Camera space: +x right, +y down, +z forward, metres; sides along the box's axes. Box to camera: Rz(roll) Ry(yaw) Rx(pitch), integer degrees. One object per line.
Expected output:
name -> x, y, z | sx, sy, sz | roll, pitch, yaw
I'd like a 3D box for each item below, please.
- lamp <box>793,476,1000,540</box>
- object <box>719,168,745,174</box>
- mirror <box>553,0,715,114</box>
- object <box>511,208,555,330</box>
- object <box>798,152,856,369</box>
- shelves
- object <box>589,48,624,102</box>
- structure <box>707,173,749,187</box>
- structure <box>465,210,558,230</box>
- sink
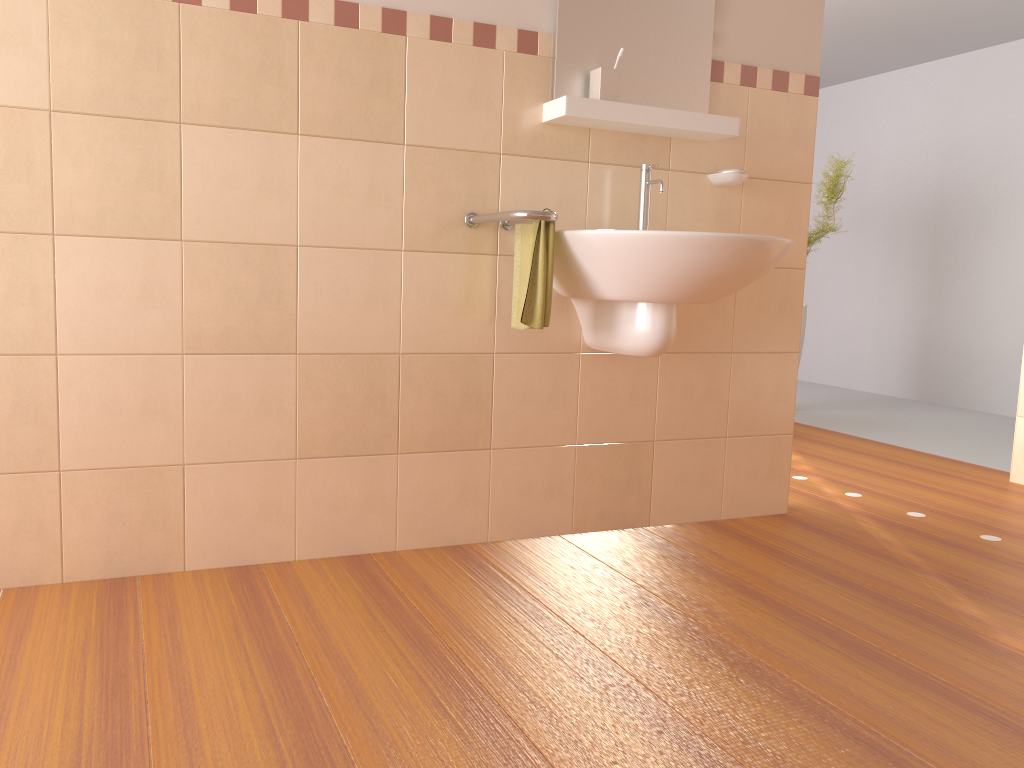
lamp -> 0.031, 0.495, 2.108 | 3.173, 0.001, 2.893 | -1, 8, -24
object -> 0.649, -0.625, 2.620 | 0.075, 0.023, 0.050 | 6, 8, 30
mirror -> 0.356, -1.165, 2.448 | 0.502, 0.799, 0.008 | -1, 8, -24
object -> 0.055, -0.289, 2.262 | 0.085, 0.306, 0.181 | 1, 7, -8
object -> 1.709, -0.621, 5.344 | 0.683, 1.557, 1.335 | 3, 7, 8
shelves -> 0.362, -0.730, 2.453 | 0.554, 0.050, 0.138 | -1, 8, -24
object -> 0.254, -0.825, 2.384 | 0.063, 0.149, 0.073 | -1, 8, -24
structure -> 0.648, -0.603, 2.621 | 0.117, 0.029, 0.092 | -1, 8, -24
structure -> 0.005, -0.416, 2.228 | 0.142, 0.042, 0.333 | -1, 8, -24
sink -> 0.429, -0.325, 2.318 | 0.683, 0.516, 0.539 | -1, 8, -24
